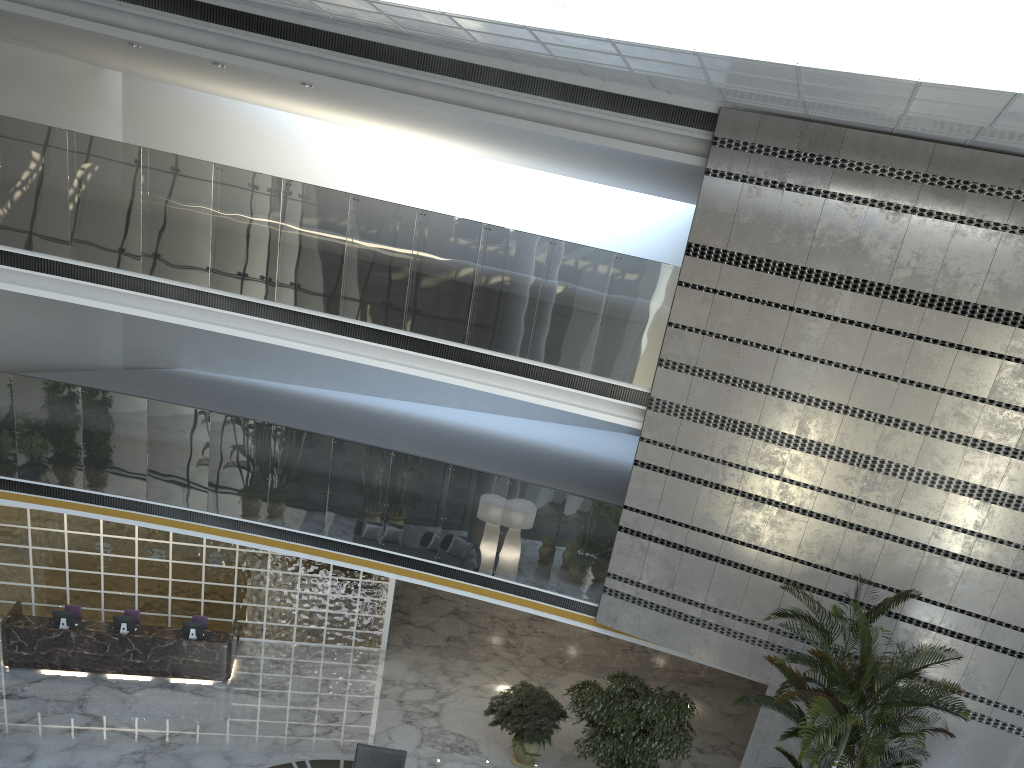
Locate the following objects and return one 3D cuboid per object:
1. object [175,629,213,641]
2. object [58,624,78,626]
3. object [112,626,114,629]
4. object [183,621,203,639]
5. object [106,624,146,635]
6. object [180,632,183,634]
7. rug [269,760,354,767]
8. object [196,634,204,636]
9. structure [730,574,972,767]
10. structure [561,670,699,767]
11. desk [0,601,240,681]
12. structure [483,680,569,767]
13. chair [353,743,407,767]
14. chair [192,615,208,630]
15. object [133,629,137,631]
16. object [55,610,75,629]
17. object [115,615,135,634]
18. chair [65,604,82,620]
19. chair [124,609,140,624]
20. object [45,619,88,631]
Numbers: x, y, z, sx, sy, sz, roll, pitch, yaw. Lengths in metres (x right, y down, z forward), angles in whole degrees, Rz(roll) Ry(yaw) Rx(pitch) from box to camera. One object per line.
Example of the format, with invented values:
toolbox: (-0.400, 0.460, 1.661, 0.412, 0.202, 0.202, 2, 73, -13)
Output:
object: (-4.914, 3.901, 13.233, 0.522, 0.005, 0.375, 10, 10, -15)
object: (-6.636, 3.586, 12.794, 0.270, 0.011, 0.065, 10, 11, -16)
object: (-6.041, 3.684, 12.968, 0.036, 0.018, 0.058, 9, 11, -13)
object: (-4.884, 3.763, 13.111, 0.297, 0.321, 0.102, 7, 21, -15)
object: (-5.846, 3.741, 12.965, 0.522, 0.005, 0.375, 10, 10, -15)
object: (-5.109, 3.844, 13.236, 0.036, 0.018, 0.058, 9, 11, -13)
rug: (-2.171, 5.675, 10.611, 3.596, 0.020, 3.226, 11, 10, -9)
object: (-4.917, 3.881, 13.289, 0.270, 0.011, 0.065, 10, 11, -16)
structure: (3.572, 4.491, 9.980, 2.298, 5.080, 2.462, 22, 22, 28)
structure: (1.637, 5.125, 12.331, 1.662, 2.157, 1.824, -1, 21, -35)
desk: (-6.013, 3.920, 13.498, 3.225, 0.775, 1.437, 10, 13, -15)
structure: (0.220, 5.081, 12.829, 1.083, 1.450, 1.192, 23, 21, 34)
chair: (-1.808, 5.245, 11.317, 0.728, 0.733, 0.666, 11, 16, -2)
chair: (-4.976, 4.001, 13.586, 0.262, 0.639, 0.308, 6, 20, -13)
object: (-5.849, 3.721, 13.021, 0.270, 0.011, 0.065, 10, 11, -16)
object: (-6.603, 3.468, 12.617, 0.297, 0.321, 0.102, 7, 21, -15)
object: (-5.816, 3.603, 12.843, 0.297, 0.321, 0.102, 7, 21, -15)
chair: (-6.732, 3.700, 13.080, 0.262, 0.639, 0.308, 6, 20, -13)
chair: (-5.929, 3.838, 13.311, 0.262, 0.639, 0.308, 6, 20, -13)
object: (-6.633, 3.606, 12.738, 0.522, 0.005, 0.375, 10, 10, -15)
